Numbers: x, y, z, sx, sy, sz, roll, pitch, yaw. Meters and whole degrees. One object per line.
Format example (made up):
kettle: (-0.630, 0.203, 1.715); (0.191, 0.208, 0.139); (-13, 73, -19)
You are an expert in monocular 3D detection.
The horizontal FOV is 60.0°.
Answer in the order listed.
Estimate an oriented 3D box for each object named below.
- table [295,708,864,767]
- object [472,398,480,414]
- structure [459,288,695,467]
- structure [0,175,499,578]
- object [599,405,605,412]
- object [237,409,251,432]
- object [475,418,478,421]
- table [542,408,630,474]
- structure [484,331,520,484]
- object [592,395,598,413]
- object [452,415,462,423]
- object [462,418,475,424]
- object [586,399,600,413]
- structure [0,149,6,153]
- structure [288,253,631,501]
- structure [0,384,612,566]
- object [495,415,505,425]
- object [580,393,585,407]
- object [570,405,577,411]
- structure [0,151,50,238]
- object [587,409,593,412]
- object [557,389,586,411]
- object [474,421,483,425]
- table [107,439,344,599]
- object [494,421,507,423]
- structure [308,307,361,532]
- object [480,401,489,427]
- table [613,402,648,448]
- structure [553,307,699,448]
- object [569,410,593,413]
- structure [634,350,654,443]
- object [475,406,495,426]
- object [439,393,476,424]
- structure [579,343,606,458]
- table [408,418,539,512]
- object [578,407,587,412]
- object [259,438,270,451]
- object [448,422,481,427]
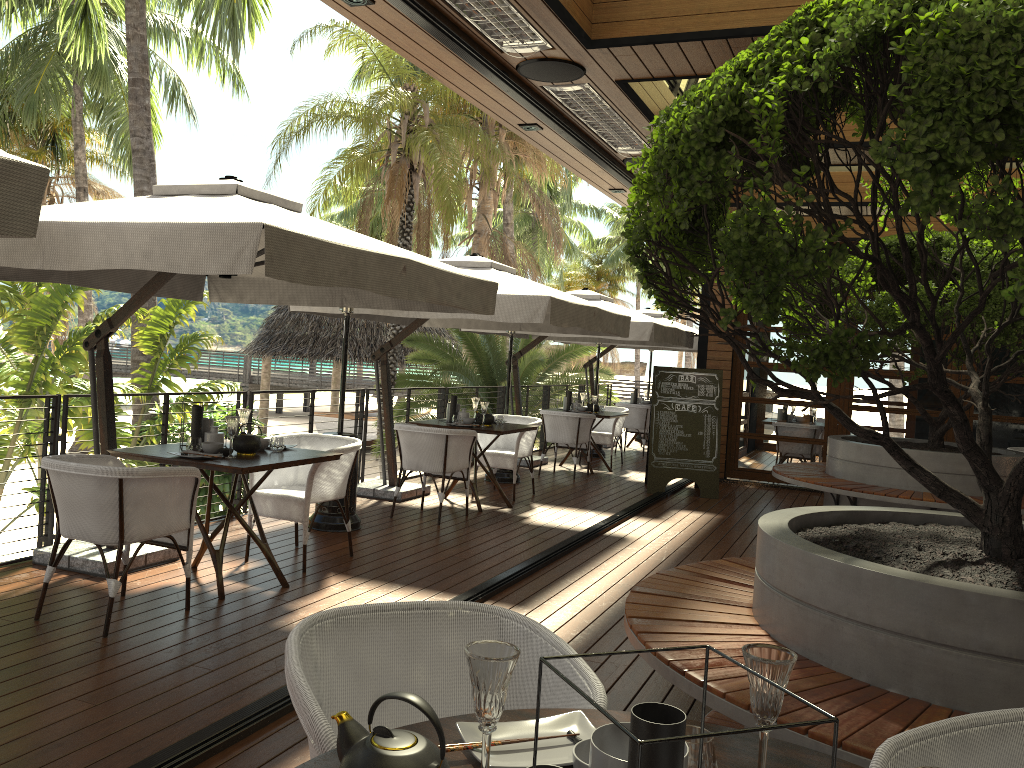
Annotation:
table: (0.152, 1.006, 1.094); (1.166, 0.749, 1.166); (4, 2, 28)
object: (-0.355, 0.247, 8.497); (0.082, 0.227, 0.082); (4, 1, 23)
structure: (0.875, -0.063, 11.356); (2.414, 2.332, 2.413); (4, 1, 22)
structure: (-1.682, -0.027, 5.105); (2.414, 2.332, 2.413); (4, 1, 22)
object: (1.164, 0.321, 11.497); (0.086, 0.086, 0.086); (4, 1, 27)
object: (-1.630, 0.265, 5.379); (0.082, 0.227, 0.082); (4, 1, 23)
object: (-0.318, 0.347, 8.433); (0.080, 0.042, 0.080); (3, 2, -16)
table: (0.919, 0.727, 11.389); (0.932, 0.749, 0.931); (4, 2, 22)
structure: (-0.039, -0.011, 9.908); (0.699, 2.192, 0.699); (4, 1, 10)
object: (1.028, 0.252, 11.078); (0.082, 0.227, 0.082); (4, 1, 23)
object: (-0.502, 0.324, 8.077); (0.086, 0.086, 0.086); (4, 1, 27)
object: (-0.394, 0.343, 8.054); (0.116, 0.065, 0.116); (4, 2, 21)
object: (1.041, 0.272, 11.312); (0.168, 0.179, 0.163); (4, 1, 20)
structure: (-2.564, 0.025, 3.735); (0.699, 2.192, 0.699); (4, 1, 10)
structure: (-0.404, -0.045, 8.231); (2.414, 2.332, 2.413); (4, 1, 22)
structure: (-3.122, 0.647, 4.629); (0.163, 1.153, 26.264); (4, 2, 22)
object: (-0.115, 0.339, 8.369); (0.086, 0.086, 0.086); (4, 1, 27)
object: (0.925, 0.228, 11.625); (0.082, 0.227, 0.082); (4, 1, 23)
object: (0.777, 0.306, 11.204); (0.086, 0.086, 0.086); (4, 1, 27)
structure: (-2.961, -0.008, 1.980); (2.414, 2.332, 2.413); (4, 1, 22)
object: (0.976, 0.343, 11.146); (0.080, 0.042, 0.080); (4, 2, 14)
object: (0.767, 0.210, 11.424); (0.263, 0.264, 0.263); (3, 1, -23)
object: (-0.303, 0.361, 8.018); (0.080, 0.042, 0.080); (3, 2, -16)
table: (-1.645, 0.764, 5.121); (0.932, 0.749, 0.931); (4, 2, 22)
object: (-0.210, 0.358, 8.560); (0.295, 0.025, 0.170); (4, 2, 22)
structure: (-1.300, 0.007, 6.826); (0.699, 2.192, 0.699); (4, 1, 10)
object: (-0.252, 0.271, 7.950); (0.082, 0.227, 0.082); (4, 1, 11)
table: (2.201, 0.709, 14.523); (0.932, 0.749, 0.931); (4, 2, 22)
structure: (2.153, -0.082, 14.481); (2.414, 2.332, 2.413); (4, 1, 22)
object: (0.869, 0.348, 11.019); (0.295, 0.025, 0.170); (4, 2, 22)
structure: (2.499, -0.048, 16.114); (0.699, 2.192, 0.699); (4, 1, 10)
object: (-0.238, 0.291, 8.181); (0.163, 0.179, 0.168); (4, 1, 24)
object: (-0.512, 0.228, 8.296); (0.263, 0.264, 0.263); (3, 1, -23)
structure: (1.247, -0.030, 13.054); (0.699, 2.192, 0.699); (4, 1, 10)
table: (-0.363, 0.746, 8.255); (0.932, 0.749, 0.931); (4, 2, 22)
object: (0.886, 0.324, 11.182); (0.116, 0.065, 0.116); (4, 2, 26)
object: (-1.500, 0.361, 5.278); (0.116, 0.065, 0.116); (4, 2, 21)
object: (-0.410, 0.367, 7.891); (0.295, 0.025, 0.170); (4, 2, 22)
